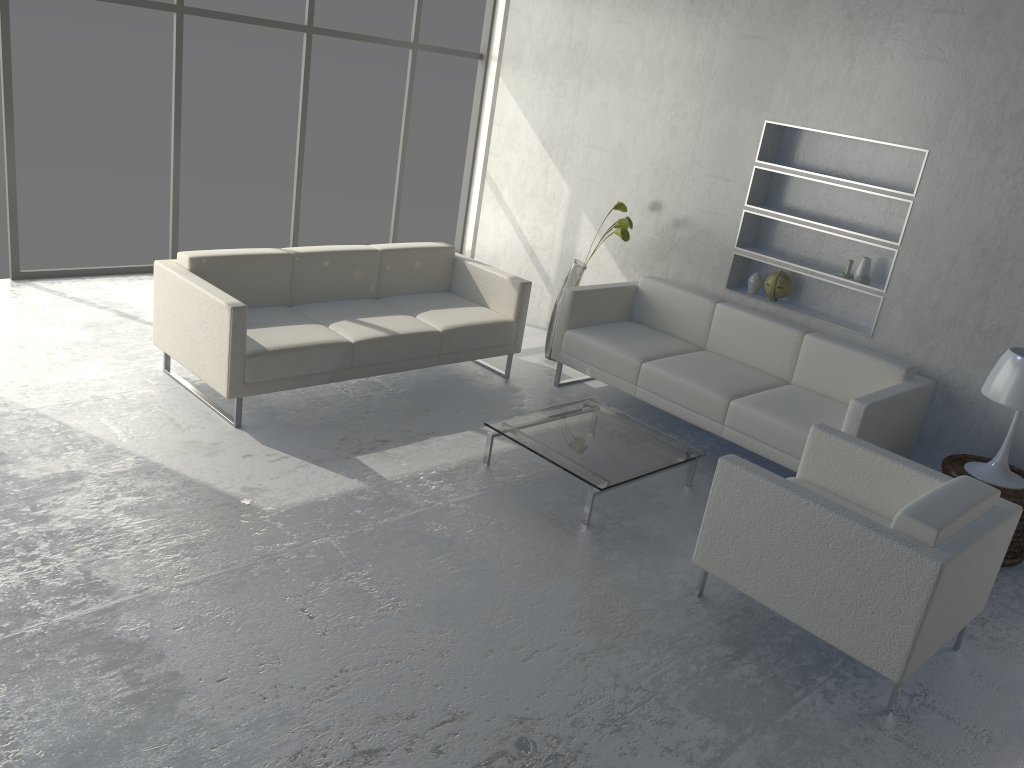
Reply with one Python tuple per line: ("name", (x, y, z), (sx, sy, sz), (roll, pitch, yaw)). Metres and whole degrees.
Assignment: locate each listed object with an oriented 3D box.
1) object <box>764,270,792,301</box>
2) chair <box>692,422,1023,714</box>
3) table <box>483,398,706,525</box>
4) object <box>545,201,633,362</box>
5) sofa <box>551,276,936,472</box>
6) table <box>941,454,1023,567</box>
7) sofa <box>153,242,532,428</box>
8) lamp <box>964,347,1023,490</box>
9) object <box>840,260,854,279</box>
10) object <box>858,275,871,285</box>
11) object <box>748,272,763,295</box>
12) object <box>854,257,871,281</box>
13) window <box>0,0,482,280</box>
("object", (1.541, -0.573, 5.178), (0.163, 0.179, 0.088), (22, 24, 31))
("chair", (1.219, 0.584, 3.219), (0.748, 0.662, 0.821), (-11, 28, -43))
("table", (0.379, 0.341, 4.190), (0.773, 0.190, 0.730), (-11, 28, -43))
("object", (0.504, -0.605, 5.551), (0.387, 1.051, 0.400), (2, 21, -18))
("sofa", (1.176, -0.043, 4.896), (0.821, 0.658, 1.881), (-11, 28, -43))
("table", (2.185, 0.579, 4.114), (0.452, 0.358, 0.452), (16, 21, 17))
("sofa", (-0.856, -0.356, 4.843), (1.881, 0.658, 0.821), (-11, 28, -43))
("lamp", (2.254, 0.151, 3.957), (0.347, 0.582, 0.347), (13, 20, 11))
("object", (1.853, -0.635, 4.880), (0.074, 0.094, 0.074), (12, 20, 7))
("object", (1.894, -0.561, 4.761), (0.064, 0.050, 0.064), (-8, 26, -38))
("object", (1.454, -0.604, 5.301), (0.086, 0.128, 0.086), (-5, 24, -34))
("object", (1.910, -0.622, 4.816), (0.079, 0.130, 0.079), (26, 26, 38))
("window", (-1.519, -2.086, 6.573), (4.080, 2.477, 0.037), (-11, 28, -43))
